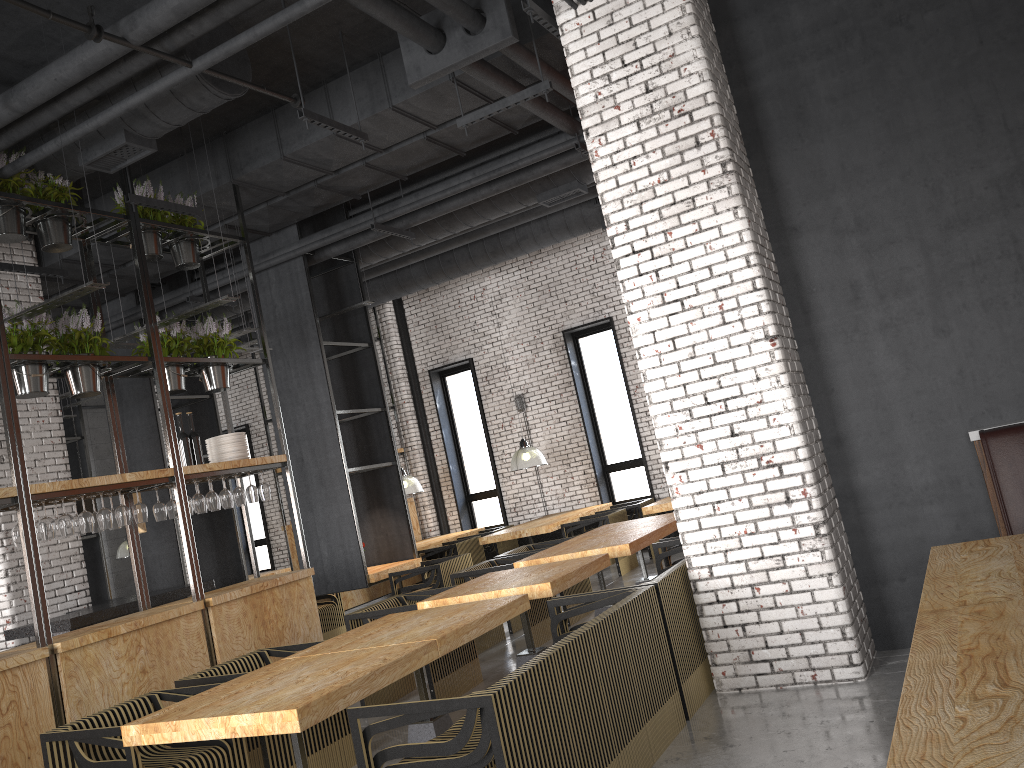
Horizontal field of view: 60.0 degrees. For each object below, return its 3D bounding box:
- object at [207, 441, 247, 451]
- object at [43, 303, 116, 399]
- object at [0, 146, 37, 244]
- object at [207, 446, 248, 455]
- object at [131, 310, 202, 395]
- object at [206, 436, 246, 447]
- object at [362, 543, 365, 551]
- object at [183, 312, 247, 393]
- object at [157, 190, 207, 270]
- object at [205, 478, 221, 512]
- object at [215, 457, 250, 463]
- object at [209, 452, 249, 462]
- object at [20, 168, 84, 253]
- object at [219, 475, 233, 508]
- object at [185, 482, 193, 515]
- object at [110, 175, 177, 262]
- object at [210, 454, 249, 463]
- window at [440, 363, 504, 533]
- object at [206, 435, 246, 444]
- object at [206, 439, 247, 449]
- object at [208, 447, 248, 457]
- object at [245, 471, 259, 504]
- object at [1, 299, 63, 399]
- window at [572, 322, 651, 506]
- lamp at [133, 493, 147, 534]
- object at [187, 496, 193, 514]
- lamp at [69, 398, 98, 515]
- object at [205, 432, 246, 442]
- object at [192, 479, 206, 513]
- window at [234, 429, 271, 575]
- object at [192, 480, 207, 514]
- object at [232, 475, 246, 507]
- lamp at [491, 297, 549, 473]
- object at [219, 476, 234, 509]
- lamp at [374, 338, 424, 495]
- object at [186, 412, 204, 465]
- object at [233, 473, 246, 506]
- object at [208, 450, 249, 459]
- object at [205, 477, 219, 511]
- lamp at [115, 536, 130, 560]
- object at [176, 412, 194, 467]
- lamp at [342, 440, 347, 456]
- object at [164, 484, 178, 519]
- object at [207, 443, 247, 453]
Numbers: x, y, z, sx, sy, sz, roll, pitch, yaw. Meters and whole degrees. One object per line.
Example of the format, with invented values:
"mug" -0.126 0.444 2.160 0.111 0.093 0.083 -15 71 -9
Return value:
"object" -2.418 0.538 7.531 0.334 0.043 0.334 -13 -6 10
"object" -3.188 -0.187 6.534 0.416 0.560 0.466 -12 -6 -6
"object" -3.574 -1.287 6.243 0.417 0.560 0.466 -6 -9 -44
"object" -2.410 0.572 7.527 0.335 0.040 0.333 -7 -8 -41
"object" -2.819 -0.198 7.230 0.415 0.560 0.467 -17 -8 34
"object" -2.427 0.501 7.536 0.334 0.044 0.334 -12 -6 -3
"object" -1.688 1.895 9.807 0.156 0.356 0.170 -11 -7 -15
"object" -2.566 -0.215 7.612 0.415 0.560 0.467 -15 -7 20
"object" -2.879 -1.290 7.731 0.417 0.560 0.465 -7 -8 -39
"object" -2.496 0.928 7.406 0.101 0.268 0.100 -11 -7 -10
"object" -2.390 0.668 7.516 0.334 0.033 0.335 -16 -7 34
"object" -2.398 0.629 7.521 0.335 0.037 0.334 -12 -6 -7
"object" -3.438 -1.279 6.616 0.466 0.560 0.416 -15 -7 21
"object" -2.316 0.862 7.148 0.101 0.268 0.100 -11 -7 -10
"object" -2.630 0.931 7.143 0.101 0.268 0.100 -11 -7 -10
"object" -3.025 -1.301 7.305 0.416 0.560 0.466 -12 -6 0
"object" -2.395 0.648 7.519 0.334 0.046 0.334 -13 -6 7
"window" -0.609 1.021 14.086 0.747 2.705 0.365 -16 -8 26
"object" -2.430 0.482 7.538 0.334 0.039 0.334 -13 -6 1
"object" -2.423 0.520 7.534 0.334 0.041 0.334 -12 -6 -4
"object" -2.407 0.592 7.525 0.335 0.039 0.334 -12 -6 -7
"object" -2.181 0.859 7.411 0.101 0.268 0.100 -11 -7 -10
"object" -3.362 -0.189 6.134 0.468 0.560 0.415 -10 -7 -24
"window" 1.482 0.452 13.018 0.747 2.705 0.365 -16 -8 26
"lamp" -3.786 0.698 8.651 0.127 1.550 0.127 -16 -8 26
"object" -2.505 0.866 6.780 0.101 0.268 0.100 -9 -7 -27
"lamp" -4.365 0.777 8.947 0.127 1.398 0.127 -16 -8 26
"object" -2.435 0.463 7.541 0.334 0.039 0.334 -12 -6 0
"object" -2.446 0.865 6.894 0.101 0.268 0.100 -9 -7 -27
"window" -4.738 2.145 16.194 0.747 2.705 0.365 -16 -8 26
"object" -2.563 0.929 7.275 0.101 0.268 0.100 -11 -7 -10
"object" -2.361 0.924 7.668 0.101 0.268 0.100 -11 -7 -10
"lamp" -0.029 -0.043 11.996 0.537 2.411 0.534 -9 -8 -27
"object" -2.428 0.926 7.537 0.101 0.268 0.100 -11 -7 -10
"lamp" -1.779 0.434 12.890 0.537 2.411 0.534 -9 -8 -27
"object" -2.594 0.463 7.232 0.098 0.472 0.098 -11 -7 -11
"object" -2.248 0.860 7.280 0.101 0.268 0.100 -11 -7 -10
"object" -2.402 0.610 7.522 0.335 0.040 0.333 -11 -6 -10
"object" -2.383 0.863 7.017 0.101 0.268 0.100 -11 -7 -10
"lamp" -6.747 1.773 15.302 0.537 2.411 0.535 -10 -7 -21
"object" -2.643 0.464 7.136 0.098 0.472 0.098 -11 -7 -11
"lamp" -2.073 0.032 10.018 0.108 1.602 0.108 -12 -7 -2
"object" -2.693 0.932 7.020 0.101 0.268 0.100 -9 -7 -27
"object" -2.414 0.557 7.529 0.334 0.039 0.335 -16 -7 34
